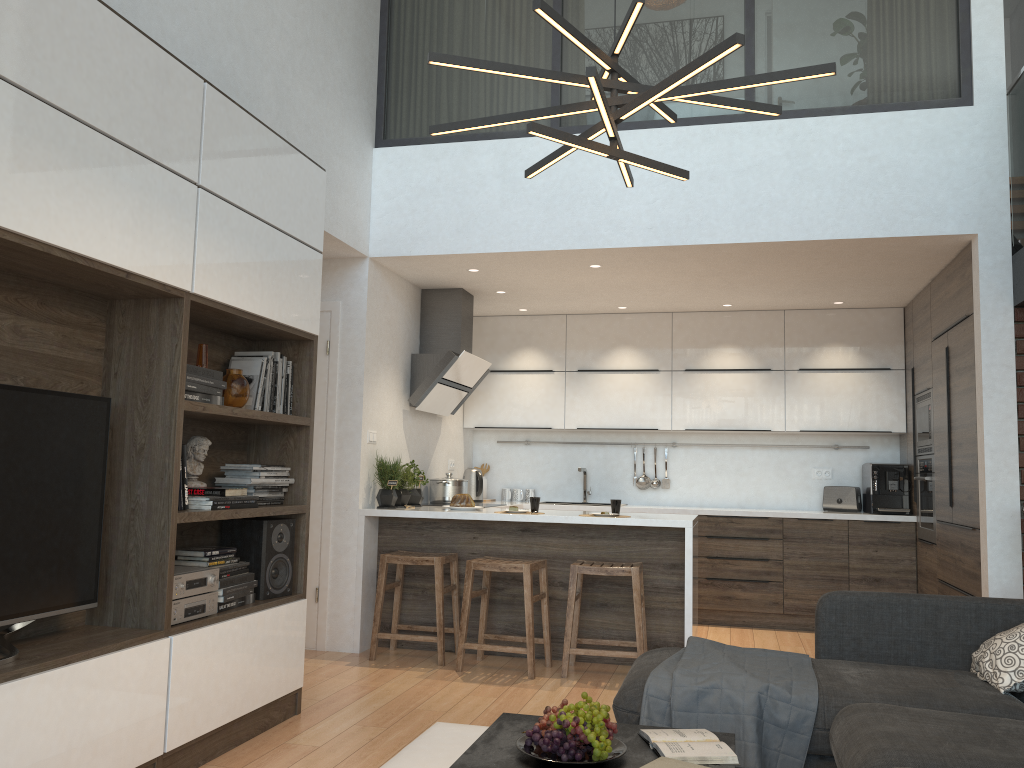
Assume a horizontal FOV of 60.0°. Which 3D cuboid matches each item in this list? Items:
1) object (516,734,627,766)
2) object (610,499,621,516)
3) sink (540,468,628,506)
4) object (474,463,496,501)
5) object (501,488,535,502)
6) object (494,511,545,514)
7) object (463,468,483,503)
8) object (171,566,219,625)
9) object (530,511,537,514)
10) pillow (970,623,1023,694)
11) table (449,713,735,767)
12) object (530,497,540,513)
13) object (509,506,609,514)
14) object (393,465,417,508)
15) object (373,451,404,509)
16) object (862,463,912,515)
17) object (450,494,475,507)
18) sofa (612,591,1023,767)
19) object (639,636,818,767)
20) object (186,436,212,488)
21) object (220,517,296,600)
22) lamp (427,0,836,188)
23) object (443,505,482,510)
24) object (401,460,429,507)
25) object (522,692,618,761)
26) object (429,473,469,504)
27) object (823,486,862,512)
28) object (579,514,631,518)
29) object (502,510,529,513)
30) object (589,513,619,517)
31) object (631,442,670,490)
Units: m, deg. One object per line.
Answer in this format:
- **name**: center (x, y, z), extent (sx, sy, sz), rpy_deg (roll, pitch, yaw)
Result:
- **object**: center (0.157, 0.973, 2.357), extent (0.295, 0.026, 0.295), rpy_deg (1, -6, 8)
- **object**: center (0.611, 0.728, 5.220), extent (0.066, 0.093, 0.066), rpy_deg (3, -6, -13)
- **sink**: center (0.552, 0.935, 7.140), extent (0.706, 0.518, 0.512), rpy_deg (0, -6, 14)
- **object**: center (-0.280, 0.824, 7.479), extent (0.221, 0.316, 0.330), rpy_deg (0, -6, 14)
- **object**: center (0.052, 0.941, 7.509), extent (0.297, 0.105, 0.112), rpy_deg (0, -6, 16)
- **object**: center (0.045, 0.773, 5.320), extent (0.305, 0.002, 0.305), rpy_deg (3, -6, -17)
- **object**: center (-0.315, 0.803, 7.050), extent (0.179, 0.270, 0.220), rpy_deg (1, -6, 1)
- **object**: center (-1.261, 0.769, 3.238), extent (0.270, 0.174, 0.285), rpy_deg (0, -6, 14)
- **object**: center (0.126, 0.761, 5.245), extent (0.025, 0.011, 0.126), rpy_deg (-1, -6, 18)
- **pillow**: center (1.482, 0.771, 2.003), extent (0.386, 0.364, 2.734), rpy_deg (-1, -6, 18)
- **table**: center (0.224, 1.146, 2.322), extent (0.700, 0.323, 0.700), rpy_deg (0, -6, 14)
- **object**: center (0.138, 0.732, 5.370), extent (0.066, 0.093, 0.066), rpy_deg (6, -8, -40)
- **object**: center (0.272, 0.743, 5.198), extent (0.597, 0.039, 0.064), rpy_deg (0, -6, 10)
- **object**: center (-0.717, 0.656, 5.743), extent (0.221, 0.283, 0.211), rpy_deg (-2, -6, 27)
- **object**: center (-0.771, 0.592, 5.538), extent (0.186, 0.367, 0.196), rpy_deg (0, -6, 14)
- **object**: center (2.796, 0.779, 6.621), extent (0.274, 0.378, 0.532), rpy_deg (0, -6, 14)
- **object**: center (-0.316, 0.743, 5.605), extent (0.155, 0.101, 0.161), rpy_deg (0, -6, 10)
- **sofa**: center (0.871, 0.820, 2.041), extent (2.108, 0.995, 3.169), rpy_deg (0, -6, 14)
- **object**: center (0.784, 1.126, 3.082), extent (0.548, 0.369, 0.685), rpy_deg (-1, -6, 22)
- **object**: center (-1.278, 0.310, 3.553), extent (0.117, 0.207, 0.116), rpy_deg (5, -7, -35)
- **object**: center (-1.110, 0.757, 3.888), extent (0.244, 0.331, 0.214), rpy_deg (-1, -6, 24)
- **lamp**: center (0.331, -2.458, 2.712), extent (1.200, 3.645, 0.831), rpy_deg (-1, -6, 24)
- **object**: center (-0.309, 0.781, 5.588), extent (0.261, 0.021, 0.261), rpy_deg (0, -6, 8)
- **object**: center (-0.663, 0.662, 5.932), extent (0.179, 0.311, 0.172), rpy_deg (-1, -6, 25)
- **object**: center (0.153, 0.903, 2.372), extent (0.256, 0.173, 0.279), rpy_deg (0, -6, 11)
- **object**: center (-0.466, 0.764, 6.521), extent (0.315, 0.223, 0.288), rpy_deg (5, -7, -35)
- **object**: center (2.541, 0.884, 6.828), extent (0.260, 0.195, 0.177), rpy_deg (-3, -7, 34)
- **object**: center (0.540, 0.769, 5.165), extent (0.304, 0.002, 0.304), rpy_deg (7, -8, -43)
- **object**: center (0.023, 0.761, 5.287), extent (0.176, 0.014, 0.176), rpy_deg (1, -6, 4)
- **object**: center (0.533, 0.756, 5.123), extent (0.176, 0.014, 0.176), rpy_deg (-1, -6, 18)
- **object**: center (1.140, 0.678, 7.298), extent (0.320, 0.389, 0.069), rpy_deg (0, -6, 15)
